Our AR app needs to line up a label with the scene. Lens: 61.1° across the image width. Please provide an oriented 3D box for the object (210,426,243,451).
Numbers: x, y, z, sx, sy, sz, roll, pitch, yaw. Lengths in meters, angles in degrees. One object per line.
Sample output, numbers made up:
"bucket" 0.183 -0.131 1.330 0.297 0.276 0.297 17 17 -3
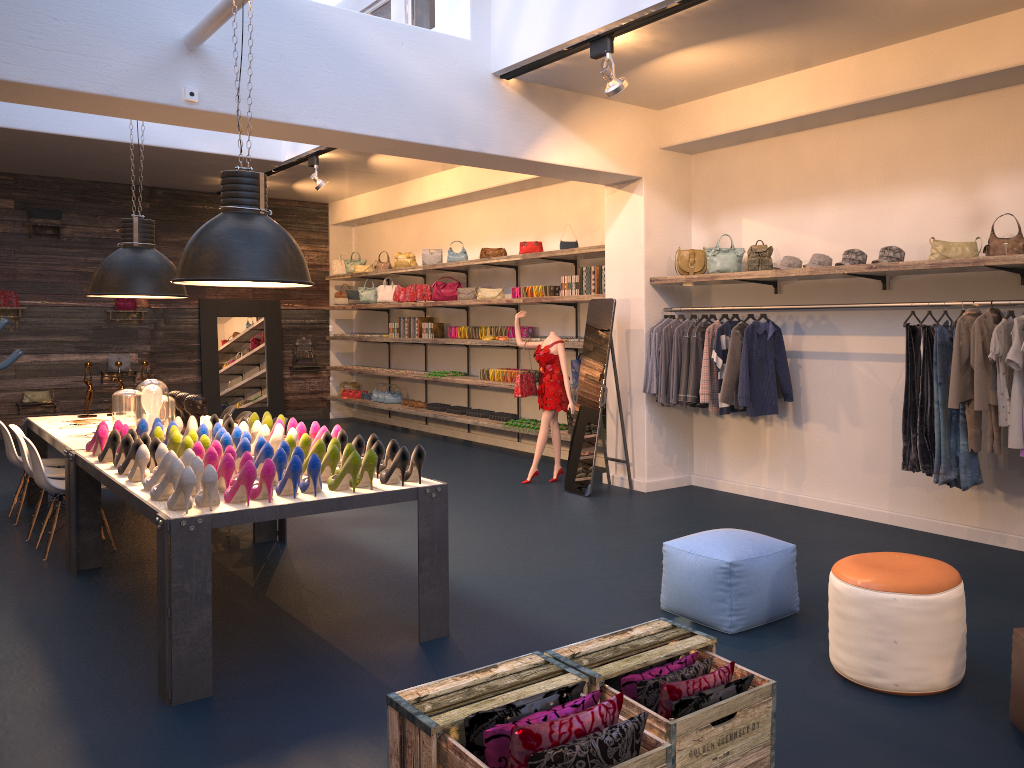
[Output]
"object" -1.659 0.336 5.028 0.218 0.195 0.223 -1 3 -36

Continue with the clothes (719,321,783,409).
"clothes" 1.990 -0.154 7.240 0.762 0.735 0.159 -1 1 -39

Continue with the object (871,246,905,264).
"object" 2.737 -0.933 6.307 0.258 0.136 0.162 -1 2 -17

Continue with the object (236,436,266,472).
"object" -1.391 0.366 4.575 0.218 0.195 0.223 -1 3 -36

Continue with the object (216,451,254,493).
"object" -1.295 0.403 4.016 0.218 0.195 0.223 -1 3 -36

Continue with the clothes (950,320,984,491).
"clothes" 3.016 0.137 5.827 0.222 1.136 0.216 0 0 -29

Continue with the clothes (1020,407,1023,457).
"clothes" 3.273 0.075 5.410 0.358 0.876 0.085 0 0 -36

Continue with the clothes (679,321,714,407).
"clothes" 1.703 -0.175 7.611 0.711 0.754 0.118 -1 1 -36

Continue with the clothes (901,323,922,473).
"clothes" 2.792 0.098 6.065 0.249 1.047 0.136 0 0 -37

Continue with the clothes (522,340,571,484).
"clothes" 0.372 0.261 8.416 0.320 1.385 0.498 0 0 41

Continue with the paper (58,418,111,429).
"paper" -3.335 0.306 6.796 0.358 0.014 0.672 -2 4 -26

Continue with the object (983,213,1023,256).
"object" 3.261 -0.977 5.729 0.276 0.300 0.109 1 1 23

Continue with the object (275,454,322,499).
"object" -0.964 0.407 3.962 0.217 0.195 0.225 -1 2 -29

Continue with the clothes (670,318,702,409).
"clothes" 1.631 -0.191 7.732 0.573 0.801 0.174 -1 1 -41

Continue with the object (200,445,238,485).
"object" -1.434 0.389 4.222 0.217 0.195 0.224 -1 2 -32

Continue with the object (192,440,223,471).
"object" -1.565 0.375 4.427 0.217 0.195 0.225 -1 2 -28

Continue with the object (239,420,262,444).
"object" -1.641 0.315 5.337 0.219 0.195 0.222 -2 3 -40

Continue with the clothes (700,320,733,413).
"clothes" 1.840 -0.160 7.447 0.731 0.796 0.161 -1 1 -38

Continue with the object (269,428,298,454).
"object" -1.323 0.341 4.953 0.218 0.195 0.223 -1 3 -36

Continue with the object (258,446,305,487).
"object" -1.104 0.392 4.190 0.218 0.195 0.223 -1 3 -36

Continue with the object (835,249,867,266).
"object" 2.563 -0.950 6.552 0.258 0.136 0.162 -1 2 -17

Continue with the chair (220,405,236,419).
"chair" -2.705 0.603 7.570 0.589 0.801 0.429 -1 1 -35

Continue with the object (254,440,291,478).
"object" -1.228 0.378 4.396 0.219 0.195 0.222 -2 3 -39

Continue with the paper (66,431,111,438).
"paper" -2.863 0.340 6.290 0.330 0.014 0.731 1 4 7

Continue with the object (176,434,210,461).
"object" -1.711 0.361 4.638 0.218 0.195 0.223 -1 3 -36

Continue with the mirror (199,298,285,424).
"mirror" -4.099 -0.332 13.220 1.253 1.918 0.246 -1 1 -37

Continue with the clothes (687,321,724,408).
"clothes" 1.756 -0.170 7.537 0.711 0.754 0.118 -1 1 -36

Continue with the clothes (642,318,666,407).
"clothes" 1.403 -0.200 7.986 0.587 0.815 0.112 -1 1 -38

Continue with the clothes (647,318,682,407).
"clothes" 1.439 -0.197 7.935 0.587 0.815 0.112 -1 1 -38

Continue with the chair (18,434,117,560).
"chair" -2.976 0.717 5.832 0.590 0.801 0.428 -1 1 -37

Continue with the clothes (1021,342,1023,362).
"clothes" 3.312 0.153 5.367 0.542 1.109 0.120 0 0 -38

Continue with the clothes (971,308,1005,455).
"clothes" 3.110 -0.020 5.629 0.565 0.947 0.169 -1 1 -41

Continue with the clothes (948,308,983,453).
"clothes" 3.055 -0.026 5.715 0.565 0.947 0.169 -1 1 -41

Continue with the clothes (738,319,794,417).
"clothes" 2.075 -0.137 7.119 0.731 0.796 0.161 -1 1 -38

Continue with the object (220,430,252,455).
"object" -1.546 0.350 4.813 0.225 0.195 0.223 -1 3 -37

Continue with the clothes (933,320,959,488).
"clothes" 2.912 0.137 5.828 0.144 1.136 0.248 0 0 35

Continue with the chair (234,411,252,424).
"chair" -2.404 0.639 7.030 0.590 0.801 0.428 -1 1 -37

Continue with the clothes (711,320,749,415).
"clothes" 1.896 -0.145 7.363 0.612 0.794 0.114 -1 1 -36

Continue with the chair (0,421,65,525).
"chair" -3.727 0.650 6.816 0.590 0.801 0.428 -1 1 -37

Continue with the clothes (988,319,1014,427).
"clothes" 3.191 -0.074 5.515 0.595 0.685 0.107 -1 1 -38

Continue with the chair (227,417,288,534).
"chair" -1.988 0.671 6.564 0.590 0.801 0.427 -1 1 -43

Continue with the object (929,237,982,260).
"object" 3.042 -0.925 5.938 0.361 0.174 0.232 0 2 4

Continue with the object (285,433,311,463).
"object" -1.190 0.358 4.705 0.218 0.195 0.223 -1 3 -36

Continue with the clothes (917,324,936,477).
"clothes" 2.888 0.110 5.957 0.249 1.047 0.136 0 0 -37

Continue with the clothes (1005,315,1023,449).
"clothes" 3.241 -0.018 5.449 0.554 0.831 0.130 -1 0 -35

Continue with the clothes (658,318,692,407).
"clothes" 1.545 -0.199 7.854 0.573 0.801 0.174 -1 1 -41

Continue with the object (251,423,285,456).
"object" -1.458 0.327 5.174 0.218 0.195 0.223 -1 3 -36

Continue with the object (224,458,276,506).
"object" -1.140 0.417 3.803 0.219 0.195 0.222 -2 3 -39

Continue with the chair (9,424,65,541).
"chair" -3.330 0.683 6.335 0.585 0.801 0.432 -1 1 -29

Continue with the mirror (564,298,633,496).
"mirror" 0.792 0.096 7.979 0.566 1.765 0.463 0 0 -37

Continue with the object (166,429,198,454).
"object" -1.857 0.346 4.862 0.218 0.195 0.223 -1 3 -36
